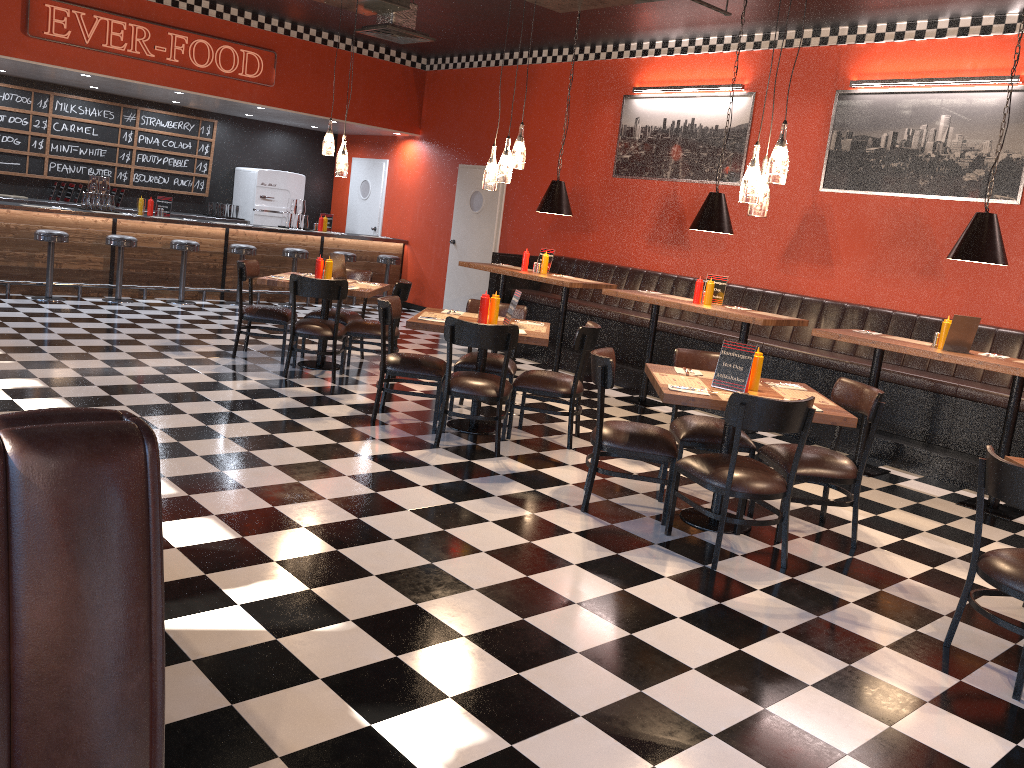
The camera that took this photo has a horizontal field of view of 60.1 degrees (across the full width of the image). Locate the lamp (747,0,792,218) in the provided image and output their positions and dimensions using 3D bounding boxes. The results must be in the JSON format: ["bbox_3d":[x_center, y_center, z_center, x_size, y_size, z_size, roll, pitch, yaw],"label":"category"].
[{"bbox_3d":[1.446,-1.867,4.660,0.108,1.953,0.109,2,10,-31],"label":"lamp"}]

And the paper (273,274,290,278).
[{"bbox_3d":[-1.983,-0.959,7.927,0.261,0.001,0.368,7,11,2],"label":"paper"}]

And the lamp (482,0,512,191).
[{"bbox_3d":[-0.041,-2.322,6.096,0.108,1.953,0.109,2,10,-31],"label":"lamp"}]

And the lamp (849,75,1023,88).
[{"bbox_3d":[3.611,-2.604,7.642,0.081,0.056,1.453,-2,14,-42],"label":"lamp"}]

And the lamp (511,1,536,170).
[{"bbox_3d":[0.153,-2.472,6.094,0.109,1.953,0.109,10,9,19],"label":"lamp"}]

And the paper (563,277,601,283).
[{"bbox_3d":[0.718,-1.052,8.976,0.261,0.001,0.368,-2,14,-40],"label":"paper"}]

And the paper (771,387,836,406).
[{"bbox_3d":[1.586,0.066,4.840,0.261,0.001,0.368,7,11,1],"label":"paper"}]

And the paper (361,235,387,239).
[{"bbox_3d":[-2.072,-2.190,13.174,0.365,0.001,0.263,0,13,-32],"label":"paper"}]

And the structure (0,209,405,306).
[{"bbox_3d":[-4.252,-1.487,11.095,7.044,1.033,0.217,-3,13,-42],"label":"structure"}]

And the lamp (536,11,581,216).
[{"bbox_3d":[0.553,-2.732,8.885,0.382,2.031,0.384,7,8,-2],"label":"lamp"}]

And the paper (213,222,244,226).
[{"bbox_3d":[-3.740,-2.102,11.614,0.262,0.001,0.366,17,14,42],"label":"paper"}]

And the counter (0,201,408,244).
[{"bbox_3d":[-4.391,-2.086,11.242,7.044,0.050,0.680,-3,14,-42],"label":"counter"}]

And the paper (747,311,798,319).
[{"bbox_3d":[2.190,-0.577,7.424,0.261,0.001,0.368,-2,14,-40],"label":"paper"}]

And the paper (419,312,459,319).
[{"bbox_3d":[-0.520,-0.488,6.392,0.261,0.001,0.368,7,11,0],"label":"paper"}]

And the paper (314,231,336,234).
[{"bbox_3d":[-2.664,-2.161,12.633,0.365,0.001,0.263,-2,14,-42],"label":"paper"}]

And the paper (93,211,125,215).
[{"bbox_3d":[-4.833,-2.052,10.630,0.365,0.001,0.263,-2,14,-41],"label":"paper"}]

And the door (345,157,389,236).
[{"bbox_3d":[-2.408,-2.525,14.247,0.161,2.165,1.033,0,11,-42],"label":"door"}]

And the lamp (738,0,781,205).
[{"bbox_3d":[1.372,-1.917,4.559,0.109,1.953,0.109,12,9,29],"label":"lamp"}]

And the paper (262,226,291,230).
[{"bbox_3d":[-3.221,-2.136,12.134,0.365,0.001,0.263,-2,14,-41],"label":"paper"}]

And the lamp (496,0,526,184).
[{"bbox_3d":[0.058,-2.353,6.008,0.108,1.953,0.109,7,8,-1],"label":"lamp"}]

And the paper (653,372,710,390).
[{"bbox_3d":[0.921,-0.018,4.847,0.261,0.001,0.368,7,11,1],"label":"paper"}]

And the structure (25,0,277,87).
[{"bbox_3d":[-4.125,-3.993,10.438,2.876,0.436,0.122,-3,13,-42],"label":"structure"}]

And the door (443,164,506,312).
[{"bbox_3d":[-0.544,-1.910,12.211,0.161,2.165,1.033,0,11,-42],"label":"door"}]

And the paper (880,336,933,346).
[{"bbox_3d":[2.963,-0.319,6.566,0.261,0.001,0.368,-2,14,-40],"label":"paper"}]

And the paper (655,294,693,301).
[{"bbox_3d":[1.532,-0.788,8.109,0.261,0.001,0.368,-2,14,-40],"label":"paper"}]

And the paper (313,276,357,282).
[{"bbox_3d":[-1.645,-0.977,8.245,0.365,0.001,0.263,8,11,4],"label":"paper"}]

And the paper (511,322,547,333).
[{"bbox_3d":[0.117,-0.409,6.389,0.261,0.001,0.368,8,11,3],"label":"paper"}]

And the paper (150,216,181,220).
[{"bbox_3d":[-4.320,-2.075,11.090,0.365,0.001,0.263,-2,14,-41],"label":"paper"}]

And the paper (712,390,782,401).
[{"bbox_3d":[1.232,0.079,4.536,0.365,0.001,0.263,7,11,0],"label":"paper"}]

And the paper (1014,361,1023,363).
[{"bbox_3d":[3.575,-0.118,5.900,0.261,0.001,0.368,-2,14,-40],"label":"paper"}]

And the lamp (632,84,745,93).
[{"bbox_3d":[1.874,-3.177,9.541,0.081,0.056,1.453,-2,14,-42],"label":"lamp"}]

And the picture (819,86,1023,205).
[{"bbox_3d":[3.575,-2.101,7.732,0.023,0.934,1.781,0,12,-42],"label":"picture"}]

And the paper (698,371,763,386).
[{"bbox_3d":[1.253,-0.038,5.171,0.365,0.001,0.263,8,11,3],"label":"paper"}]

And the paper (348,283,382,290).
[{"bbox_3d":[-1.319,-0.873,7.908,0.261,0.001,0.368,7,11,2],"label":"paper"}]

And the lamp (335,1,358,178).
[{"bbox_3d":[-1.382,-2.782,7.654,0.108,1.953,0.109,8,8,4],"label":"lamp"}]

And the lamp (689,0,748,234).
[{"bbox_3d":[1.839,-2.308,7.481,0.382,2.031,0.384,7,8,-2],"label":"lamp"}]

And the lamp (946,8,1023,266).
[{"bbox_3d":[3.292,-1.828,5.893,0.382,2.031,0.384,7,8,-2],"label":"lamp"}]

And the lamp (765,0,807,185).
[{"bbox_3d":[1.487,-1.999,4.463,0.108,1.953,0.109,8,8,4],"label":"lamp"}]

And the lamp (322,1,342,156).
[{"bbox_3d":[-1.514,-2.983,7.710,0.109,1.953,0.108,14,10,38],"label":"lamp"}]

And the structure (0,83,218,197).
[{"bbox_3d":[-6.214,-3.324,11.866,4.545,1.139,0.201,-3,13,-42],"label":"structure"}]

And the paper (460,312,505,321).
[{"bbox_3d":[-0.206,-0.509,6.711,0.365,0.001,0.263,7,11,1],"label":"paper"}]

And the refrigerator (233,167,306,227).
[{"bbox_3d":[-3.827,-2.434,13.843,0.803,1.792,0.855,-1,12,-42],"label":"refrigerator"}]

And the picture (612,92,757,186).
[{"bbox_3d":[1.823,-2.679,9.646,0.023,0.934,1.781,0,12,-42],"label":"picture"}]

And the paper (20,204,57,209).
[{"bbox_3d":[-5.399,-2.028,10.131,0.365,0.001,0.263,-2,14,-41],"label":"paper"}]

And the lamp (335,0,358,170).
[{"bbox_3d":[-1.403,-2.865,7.764,0.109,1.953,0.108,13,10,33],"label":"lamp"}]

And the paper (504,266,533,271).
[{"bbox_3d":[0.087,-1.263,9.677,0.261,0.001,0.368,-2,14,-40],"label":"paper"}]
